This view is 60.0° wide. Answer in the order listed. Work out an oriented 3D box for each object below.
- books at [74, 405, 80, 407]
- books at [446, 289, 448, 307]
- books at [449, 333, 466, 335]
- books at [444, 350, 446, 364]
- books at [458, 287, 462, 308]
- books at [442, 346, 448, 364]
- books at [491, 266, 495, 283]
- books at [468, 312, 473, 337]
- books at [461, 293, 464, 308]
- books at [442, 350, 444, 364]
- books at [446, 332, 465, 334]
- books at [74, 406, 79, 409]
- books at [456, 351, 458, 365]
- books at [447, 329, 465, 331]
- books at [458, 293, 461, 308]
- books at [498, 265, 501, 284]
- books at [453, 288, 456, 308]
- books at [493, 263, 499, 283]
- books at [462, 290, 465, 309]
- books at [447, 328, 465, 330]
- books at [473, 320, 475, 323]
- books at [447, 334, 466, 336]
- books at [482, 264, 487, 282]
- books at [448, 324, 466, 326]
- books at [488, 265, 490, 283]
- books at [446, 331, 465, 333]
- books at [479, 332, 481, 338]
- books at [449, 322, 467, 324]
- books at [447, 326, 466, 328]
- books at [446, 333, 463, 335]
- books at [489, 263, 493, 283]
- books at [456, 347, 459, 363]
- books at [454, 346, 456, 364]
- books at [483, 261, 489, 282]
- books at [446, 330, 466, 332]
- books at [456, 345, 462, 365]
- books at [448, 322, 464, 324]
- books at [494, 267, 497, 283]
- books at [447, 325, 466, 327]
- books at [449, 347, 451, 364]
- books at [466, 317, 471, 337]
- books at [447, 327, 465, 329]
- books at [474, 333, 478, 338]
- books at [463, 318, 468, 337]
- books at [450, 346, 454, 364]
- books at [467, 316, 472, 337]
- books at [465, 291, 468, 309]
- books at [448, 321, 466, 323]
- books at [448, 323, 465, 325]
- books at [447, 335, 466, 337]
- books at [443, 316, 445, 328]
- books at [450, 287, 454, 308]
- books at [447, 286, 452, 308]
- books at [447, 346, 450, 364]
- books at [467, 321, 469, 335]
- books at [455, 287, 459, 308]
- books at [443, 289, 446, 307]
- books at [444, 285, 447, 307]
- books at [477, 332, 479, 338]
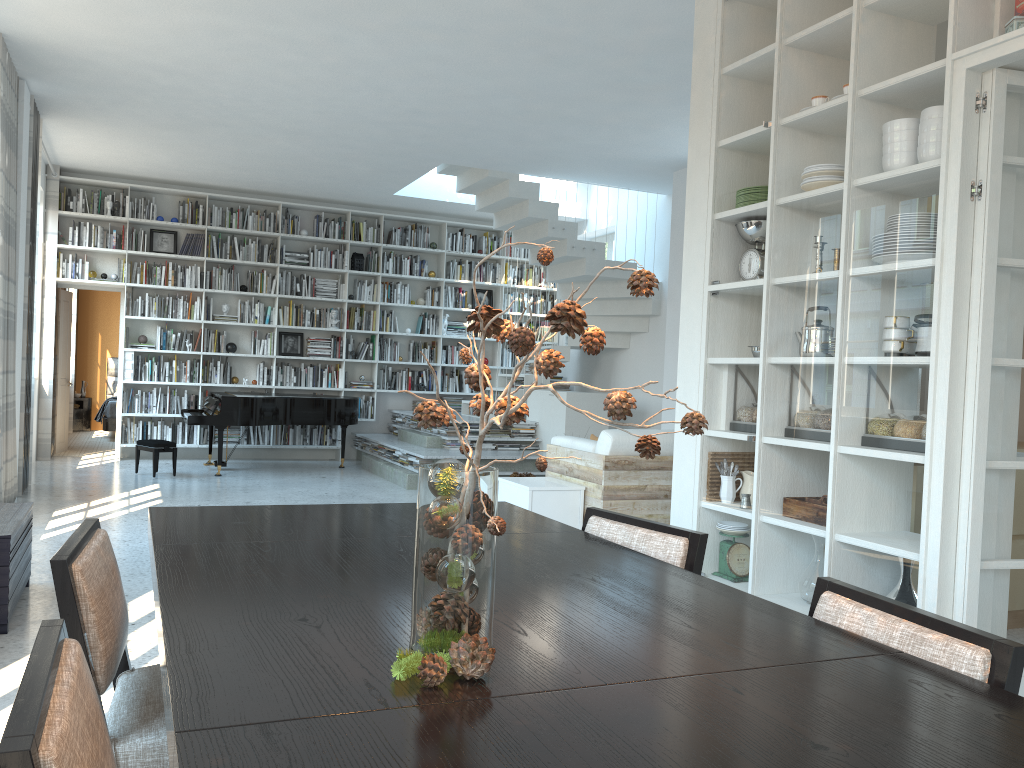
[{"bbox_3d":[-6.853,0.336,13.797,0.133,0.022,0.189,3,1,28],"label":"books"},{"bbox_3d":[-0.877,-1.123,11.718,0.011,0.248,0.155,2,1,-23],"label":"books"},{"bbox_3d":[-0.773,-0.669,11.781,0.285,0.012,0.159,2,0,-18],"label":"books"},{"bbox_3d":[-0.915,-0.356,11.729,0.022,0.184,0.162,2,1,-23],"label":"books"},{"bbox_3d":[-0.708,-1.135,11.786,0.014,0.285,0.175,2,1,-23],"label":"books"},{"bbox_3d":[-0.888,-0.385,11.737,0.047,0.244,0.177,2,1,-23],"label":"books"},{"bbox_3d":[-0.283,-1.462,11.954,0.030,0.241,0.162,2,1,-23],"label":"books"},{"bbox_3d":[-0.557,-0.787,11.852,0.010,0.339,0.180,2,1,-23],"label":"books"},{"bbox_3d":[-0.690,-1.098,11.800,0.033,0.213,0.152,2,1,-23],"label":"books"},{"bbox_3d":[-0.936,-0.358,11.723,0.023,0.186,0.159,2,1,-23],"label":"books"},{"bbox_3d":[-0.773,-0.681,11.783,0.254,0.012,0.161,2,0,-19],"label":"books"},{"bbox_3d":[-6.850,0.362,13.800,0.128,0.030,0.182,3,0,-1],"label":"books"},{"bbox_3d":[-0.758,-0.349,11.790,0.027,0.182,0.186,2,1,-23],"label":"books"},{"bbox_3d":[-0.770,-0.717,11.781,0.254,0.012,0.161,2,1,-28],"label":"books"},{"bbox_3d":[-0.718,-1.096,11.771,0.013,0.207,0.189,2,1,-23],"label":"books"},{"bbox_3d":[-0.199,-1.471,11.993,0.031,0.265,0.169,2,1,-23],"label":"books"},{"bbox_3d":[-0.786,-1.130,11.781,0.043,0.269,0.131,2,1,-23],"label":"books"},{"bbox_3d":[-0.226,-1.482,11.984,0.026,0.284,0.147,2,1,-23],"label":"books"},{"bbox_3d":[-0.664,-1.117,11.810,0.021,0.253,0.167,2,1,-23],"label":"books"},{"bbox_3d":[-0.773,-0.729,11.791,0.254,0.012,0.161,2,0,-23],"label":"books"},{"bbox_3d":[-0.545,-0.735,11.868,0.030,0.236,0.179,2,1,-23],"label":"books"},{"bbox_3d":[-0.775,-0.644,11.784,0.285,0.012,0.159,2,0,-19],"label":"books"},{"bbox_3d":[-0.385,-1.478,11.915,0.023,0.264,0.156,2,1,-23],"label":"books"},{"bbox_3d":[-0.765,-0.777,11.780,0.285,0.012,0.159,2,1,-28],"label":"books"},{"bbox_3d":[-0.335,-1.469,11.933,0.011,0.249,0.151,2,1,-23],"label":"books"},{"bbox_3d":[-0.774,-0.693,11.787,0.254,0.012,0.161,2,0,-21],"label":"books"},{"bbox_3d":[-0.445,-0.734,11.922,0.031,0.242,0.147,2,1,-23],"label":"books"},{"bbox_3d":[-0.766,-0.814,11.786,0.285,0.012,0.159,2,0,-25],"label":"books"},{"bbox_3d":[-0.768,-0.754,11.785,0.285,0.012,0.159,2,0,-26],"label":"books"},{"bbox_3d":[-0.774,-0.656,11.784,0.254,0.012,0.161,2,0,-27],"label":"books"},{"bbox_3d":[-0.310,-1.479,11.934,0.036,0.272,0.177,2,1,-23],"label":"books"},{"bbox_3d":[-0.743,-0.372,11.806,0.012,0.229,0.179,2,1,-23],"label":"books"},{"bbox_3d":[-0.786,-0.379,11.790,0.026,0.239,0.177,2,1,-23],"label":"books"},{"bbox_3d":[-0.358,-1.492,11.910,0.022,0.294,0.180,2,1,-23],"label":"books"},{"bbox_3d":[-0.773,-0.705,11.787,0.285,0.012,0.159,2,0,-25],"label":"books"},{"bbox_3d":[-0.715,-0.383,11.793,0.028,0.255,0.191,2,1,-23],"label":"books"},{"bbox_3d":[-0.766,-0.802,11.786,0.254,0.012,0.161,2,0,-21],"label":"books"},{"bbox_3d":[-0.250,-1.458,11.978,0.022,0.234,0.158,2,1,-23],"label":"books"},{"bbox_3d":[-0.768,-0.766,11.787,0.285,0.012,0.159,2,0,-21],"label":"books"},{"bbox_3d":[-0.839,-0.373,11.756,0.011,0.223,0.162,2,1,-23],"label":"books"},{"bbox_3d":[-0.590,-0.761,11.869,0.012,0.285,0.159,2,1,-23],"label":"books"},{"bbox_3d":[-0.767,-0.741,11.782,0.254,0.012,0.161,2,0,-18],"label":"books"},{"bbox_3d":[-0.492,-0.756,11.895,0.059,0.282,0.167,2,1,-23],"label":"books"},{"bbox_3d":[-0.626,-0.747,11.843,0.012,0.254,0.161,2,1,-23],"label":"books"},{"bbox_3d":[-0.812,-0.383,11.762,0.045,0.246,0.185,2,1,-23],"label":"books"},{"bbox_3d":[-0.569,-0.768,11.849,0.011,0.300,0.184,2,1,-23],"label":"books"},{"bbox_3d":[-0.638,-1.111,11.810,0.026,0.244,0.177,2,1,-23],"label":"books"},{"bbox_3d":[-0.765,-0.826,11.786,0.285,0.012,0.159,2,0,-21],"label":"books"},{"bbox_3d":[-0.767,-0.790,11.787,0.285,0.012,0.159,2,0,-21],"label":"books"},{"bbox_3d":[-0.774,-0.632,11.782,0.285,0.012,0.159,2,1,-28],"label":"books"},{"bbox_3d":[-0.924,-0.766,11.727,0.028,0.267,0.137,2,1,-23],"label":"books"},{"bbox_3d":[-0.807,-1.139,11.761,0.012,0.285,0.159,2,1,-23],"label":"books"},{"bbox_3d":[-0.843,-1.142,11.738,0.065,0.289,0.145,2,1,-23],"label":"books"},{"bbox_3d":[-0.859,-0.386,11.761,0.024,0.247,0.143,2,1,-23],"label":"books"},{"bbox_3d":[-0.618,-0.744,11.866,0.023,0.247,0.138,2,1,-23],"label":"books"},{"bbox_3d":[-0.751,-1.138,11.770,0.012,0.287,0.176,2,1,-23],"label":"books"},{"bbox_3d":[-0.918,-1.128,11.725,0.030,0.253,0.128,2,1,-23],"label":"books"},{"bbox_3d":[-0.891,-1.150,11.721,0.015,0.301,0.140,2,1,-23],"label":"books"},{"bbox_3d":[-0.471,-0.753,11.933,0.010,0.278,0.129,2,1,-23],"label":"books"}]
